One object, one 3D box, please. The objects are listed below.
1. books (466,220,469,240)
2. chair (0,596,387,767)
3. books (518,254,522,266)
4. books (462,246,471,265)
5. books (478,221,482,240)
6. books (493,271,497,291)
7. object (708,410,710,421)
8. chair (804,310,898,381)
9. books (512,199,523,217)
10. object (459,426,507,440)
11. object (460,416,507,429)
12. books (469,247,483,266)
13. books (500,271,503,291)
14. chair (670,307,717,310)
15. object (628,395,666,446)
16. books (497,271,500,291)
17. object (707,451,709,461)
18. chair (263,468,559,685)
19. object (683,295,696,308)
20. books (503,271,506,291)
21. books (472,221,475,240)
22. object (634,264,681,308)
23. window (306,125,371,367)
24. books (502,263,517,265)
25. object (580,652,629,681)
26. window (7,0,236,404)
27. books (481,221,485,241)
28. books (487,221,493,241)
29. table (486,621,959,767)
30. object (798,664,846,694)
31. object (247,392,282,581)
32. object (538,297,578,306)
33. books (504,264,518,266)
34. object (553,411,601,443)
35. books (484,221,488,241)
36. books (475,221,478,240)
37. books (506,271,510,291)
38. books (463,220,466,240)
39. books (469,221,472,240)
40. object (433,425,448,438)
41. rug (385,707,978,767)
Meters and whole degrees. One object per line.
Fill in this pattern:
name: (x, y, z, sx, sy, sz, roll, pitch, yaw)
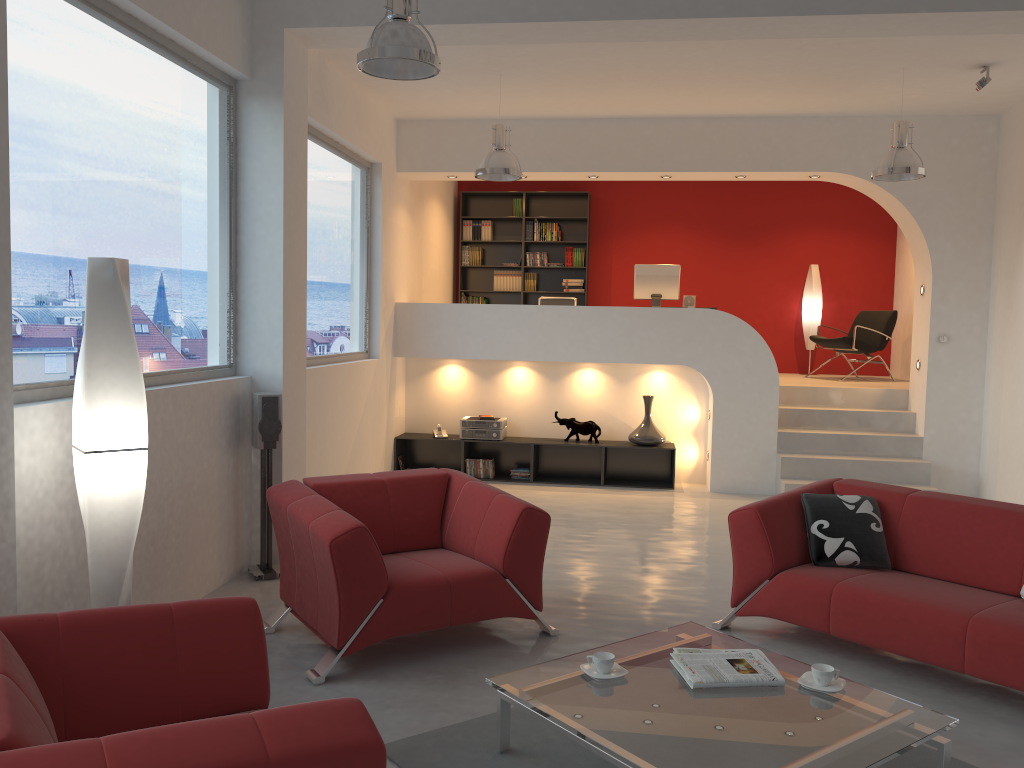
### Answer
books: (-0.560, -1.972, 11.472, 0.040, 0.260, 0.200, 2, 4, 8)
chair: (-0.959, 1.026, 2.254, 0.951, 0.738, 1.288, -1, 5, -32)
books: (0.120, -1.600, 11.423, 0.063, 0.187, 0.135, 2, 4, 8)
books: (-0.583, -1.656, 11.509, 0.090, 0.256, 0.181, 2, 4, 8)
books: (-0.400, -1.967, 11.450, 0.040, 0.260, 0.200, 2, 4, 8)
books: (-0.202, -1.330, 11.466, 0.040, 0.260, 0.200, 2, 4, 8)
object: (1.933, 0.307, 8.693, 0.011, 0.105, 0.105, 2, 4, 8)
chair: (3.863, -0.449, 10.097, 0.768, 0.795, 0.664, 0, 4, -17)
books: (0.090, -2.243, 11.376, 0.146, 0.240, 0.170, 2, 4, 8)
object: (-0.288, 0.487, 8.928, 0.430, 0.100, 0.365, 2, 4, 8)
object: (-0.285, 0.388, 8.929, 0.430, 0.077, 0.349, 2, 4, 8)
books: (-0.464, -1.644, 11.492, 0.146, 0.240, 0.170, 2, 4, 8)
books: (-0.122, -1.327, 11.455, 0.040, 0.260, 0.200, 2, 4, 8)
chair: (1.984, -0.504, 10.293, 0.664, 0.795, 0.768, 3, 5, 28)
object: (1.331, 0.356, 8.700, 0.369, 0.481, 0.369, -1, 4, -27)
books: (-0.162, -1.329, 11.460, 0.040, 0.260, 0.200, 2, 4, 8)
object: (1.924, 0.706, 8.721, 0.011, 0.105, 0.105, 2, 4, 8)
chair: (-0.528, 0.880, 4.470, 1.288, 0.738, 0.951, -1, 5, -32)
object: (1.801, -0.826, 9.030, 0.133, 0.147, 0.151, 1, 4, -9)
books: (-0.082, -1.326, 11.449, 0.040, 0.260, 0.200, 2, 4, 8)
books: (-0.480, -1.970, 11.461, 0.040, 0.260, 0.200, 2, 4, 8)
object: (1.471, -0.985, 9.014, 0.458, 0.452, 0.230, 2, 4, 8)
window: (-1.525, -1.056, 7.039, 0.100, 1.800, 2.400, 2, 4, 8)
books: (-0.023, -1.549, 11.447, 0.190, 0.015, 0.135, 2, 4, 8)
object: (0.337, 1.027, 3.241, 0.153, 0.069, 0.153, -1, 4, -26)
window: (-1.906, -0.871, 4.271, 0.100, 1.800, 2.400, 2, 4, 8)
books: (-0.359, -1.966, 11.445, 0.040, 0.260, 0.200, 2, 4, 8)
books: (-0.279, -1.963, 11.434, 0.040, 0.260, 0.200, 2, 4, 8)
table: (0.689, 1.224, 3.065, 1.097, 0.286, 1.162, -2, 5, -37)
object: (1.110, 1.048, 3.173, 0.153, 0.069, 0.153, 4, 5, 34)
object: (-1.485, 0.610, 5.362, 0.214, 1.112, 0.229, -1, 4, -27)
object: (0.490, -0.796, 9.243, 0.397, 0.217, 0.458, 2, 4, 8)
books: (-0.005, -1.533, 11.445, 0.190, 0.015, 0.135, 2, 4, 8)
object: (0.644, 0.426, 8.824, 0.507, 0.296, 0.191, 3, 4, 23)
books: (-0.319, -1.965, 11.439, 0.040, 0.260, 0.200, 2, 4, 8)
books: (-0.440, -1.968, 11.456, 0.040, 0.260, 0.200, 2, 4, 8)
books: (-0.042, -1.325, 11.444, 0.040, 0.260, 0.200, 2, 4, 8)
books: (-0.600, -1.973, 11.477, 0.040, 0.260, 0.200, 2, 4, 8)
books: (-0.520, -1.971, 11.467, 0.040, 0.260, 0.200, 2, 4, 8)
object: (-0.720, 0.470, 8.907, 0.130, 0.117, 0.146, 0, 4, -17)
rug: (0.696, 1.369, 3.082, 1.700, 0.025, 1.700, -2, 5, -37)
